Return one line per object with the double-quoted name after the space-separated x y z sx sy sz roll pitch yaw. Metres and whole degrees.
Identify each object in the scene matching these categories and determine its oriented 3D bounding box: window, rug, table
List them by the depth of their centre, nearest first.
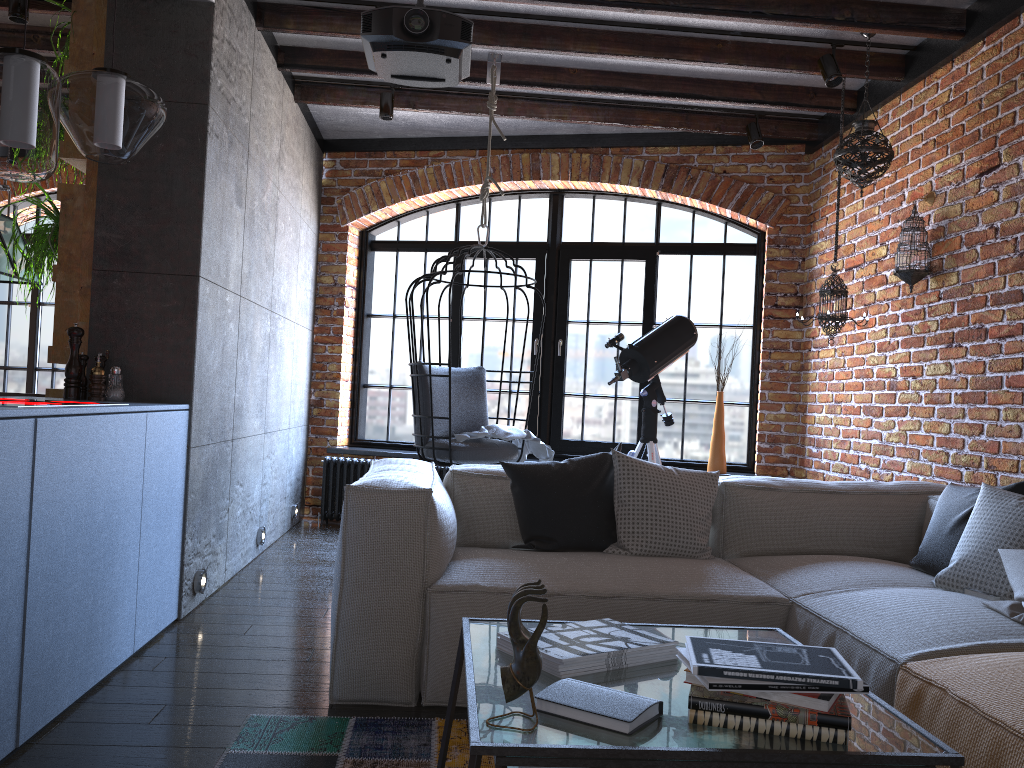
0.054 0.943 1.357 1.432 0.013 2.364 3 -1 -4 "rug"
0.280 0.751 1.708 0.842 0.388 0.848 3 -1 -4 "table"
0.272 -0.429 6.294 3.293 2.233 0.177 3 -1 13 "window"
-3.154 -0.592 6.925 3.144 2.233 0.177 3 -1 13 "window"

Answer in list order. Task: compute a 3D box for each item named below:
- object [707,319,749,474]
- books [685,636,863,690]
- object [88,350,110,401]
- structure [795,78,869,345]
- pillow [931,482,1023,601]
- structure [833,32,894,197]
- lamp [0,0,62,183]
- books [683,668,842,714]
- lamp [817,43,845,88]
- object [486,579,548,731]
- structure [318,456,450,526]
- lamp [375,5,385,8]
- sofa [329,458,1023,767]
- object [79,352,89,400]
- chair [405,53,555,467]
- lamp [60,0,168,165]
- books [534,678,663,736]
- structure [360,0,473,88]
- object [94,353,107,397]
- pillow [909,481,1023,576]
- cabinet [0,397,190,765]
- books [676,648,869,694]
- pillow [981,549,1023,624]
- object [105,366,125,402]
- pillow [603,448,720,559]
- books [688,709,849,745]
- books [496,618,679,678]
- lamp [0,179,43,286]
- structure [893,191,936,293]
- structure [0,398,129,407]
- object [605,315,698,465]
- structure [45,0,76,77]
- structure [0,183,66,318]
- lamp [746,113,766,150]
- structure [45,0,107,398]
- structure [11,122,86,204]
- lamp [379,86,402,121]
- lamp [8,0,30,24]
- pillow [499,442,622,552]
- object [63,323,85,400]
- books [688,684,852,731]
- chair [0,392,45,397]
1.388 0.053 5.719 0.270 1.053 0.299 3 -1 16 "object"
0.438 0.475 1.522 0.268 0.014 0.196 3 -1 7 "books"
-1.527 -0.033 3.293 0.058 0.192 0.081 2 -1 37 "object"
1.672 -0.919 4.552 0.389 1.437 0.338 3 -1 -4 "structure"
1.515 0.492 2.644 0.293 0.354 0.495 3 -1 -18 "pillow"
1.649 -1.262 4.142 0.265 0.779 0.273 2 -1 35 "structure"
-1.333 -1.040 2.432 0.194 0.955 0.198 3 -1 26 "lamp"
0.445 0.509 1.540 0.239 0.023 0.190 2 -1 30 "books"
1.533 -1.530 4.268 0.090 0.208 0.133 3 -1 -37 "lamp"
0.023 0.429 1.413 0.099 0.223 0.093 2 -1 36 "object"
-0.789 0.759 5.995 1.115 0.476 0.106 3 -1 13 "structure"
-0.632 -1.653 4.118 0.083 0.188 0.116 4 -1 -41 "lamp"
0.747 0.673 2.101 2.536 0.697 3.301 3 -1 -5 "sofa"
-1.627 -0.031 3.349 0.048 0.180 0.048 4 -1 -44 "object"
-0.195 -0.619 4.737 0.682 2.220 0.802 2 -1 41 "chair"
-1.357 -1.134 3.016 0.367 0.747 0.367 4 -1 -41 "lamp"
0.144 0.534 1.482 0.182 0.029 0.129 2 -1 33 "books"
-0.344 -1.607 3.418 0.409 0.816 0.464 3 -1 -4 "structure"
-1.565 -0.027 3.367 0.048 0.180 0.048 3 -1 -21 "object"
1.546 0.484 2.986 0.263 0.400 0.510 3 -1 -10 "pillow"
-1.469 0.463 1.947 0.607 0.844 2.960 3 -1 -4 "cabinet"
0.438 0.490 1.521 0.268 0.014 0.196 3 -1 -5 "books"
1.473 0.511 2.271 0.485 0.314 0.358 2 -1 39 "pillow"
-1.495 -0.002 3.344 0.069 0.135 0.069 3 -1 -24 "object"
0.561 0.444 3.253 0.543 0.402 0.250 3 -1 -22 "pillow"
0.434 0.552 1.517 0.247 0.024 0.209 3 -1 15 "books"
0.155 0.539 1.830 0.309 0.038 0.225 4 -1 -34 "books"
-2.950 -1.240 4.688 0.465 1.267 1.258 3 -1 -4 "lamp"
1.882 -0.668 4.157 0.169 0.482 0.169 3 -1 -4 "structure"
-1.498 0.060 2.551 0.504 0.057 0.763 3 -1 -4 "structure"
0.716 0.316 5.081 0.570 1.471 0.616 3 -1 22 "object"
-1.692 -1.371 3.777 0.570 0.620 0.422 3 -1 -15 "structure"
-1.862 -0.533 3.776 0.422 0.620 0.570 3 -1 15 "structure"
1.459 -1.514 5.327 0.093 0.208 0.134 3 -1 -28 "lamp"
-1.845 -0.420 4.972 0.206 2.381 2.829 3 -1 -4 "structure"
-1.877 -1.014 3.745 0.570 0.620 0.422 4 -1 -35 "structure"
-0.710 -1.639 5.178 0.121 0.184 0.082 3 -1 -11 "lamp"
-2.222 -1.738 4.005 0.082 0.184 0.113 4 -1 -37 "lamp"
0.224 0.413 3.254 0.538 0.417 0.238 3 -1 -15 "pillow"
-1.618 -0.083 3.277 0.061 0.283 0.061 3 -1 10 "object"
0.436 0.530 1.517 0.251 0.023 0.209 3 -1 15 "books"
-3.093 0.455 5.468 0.495 0.818 0.610 3 -1 -4 "chair"
